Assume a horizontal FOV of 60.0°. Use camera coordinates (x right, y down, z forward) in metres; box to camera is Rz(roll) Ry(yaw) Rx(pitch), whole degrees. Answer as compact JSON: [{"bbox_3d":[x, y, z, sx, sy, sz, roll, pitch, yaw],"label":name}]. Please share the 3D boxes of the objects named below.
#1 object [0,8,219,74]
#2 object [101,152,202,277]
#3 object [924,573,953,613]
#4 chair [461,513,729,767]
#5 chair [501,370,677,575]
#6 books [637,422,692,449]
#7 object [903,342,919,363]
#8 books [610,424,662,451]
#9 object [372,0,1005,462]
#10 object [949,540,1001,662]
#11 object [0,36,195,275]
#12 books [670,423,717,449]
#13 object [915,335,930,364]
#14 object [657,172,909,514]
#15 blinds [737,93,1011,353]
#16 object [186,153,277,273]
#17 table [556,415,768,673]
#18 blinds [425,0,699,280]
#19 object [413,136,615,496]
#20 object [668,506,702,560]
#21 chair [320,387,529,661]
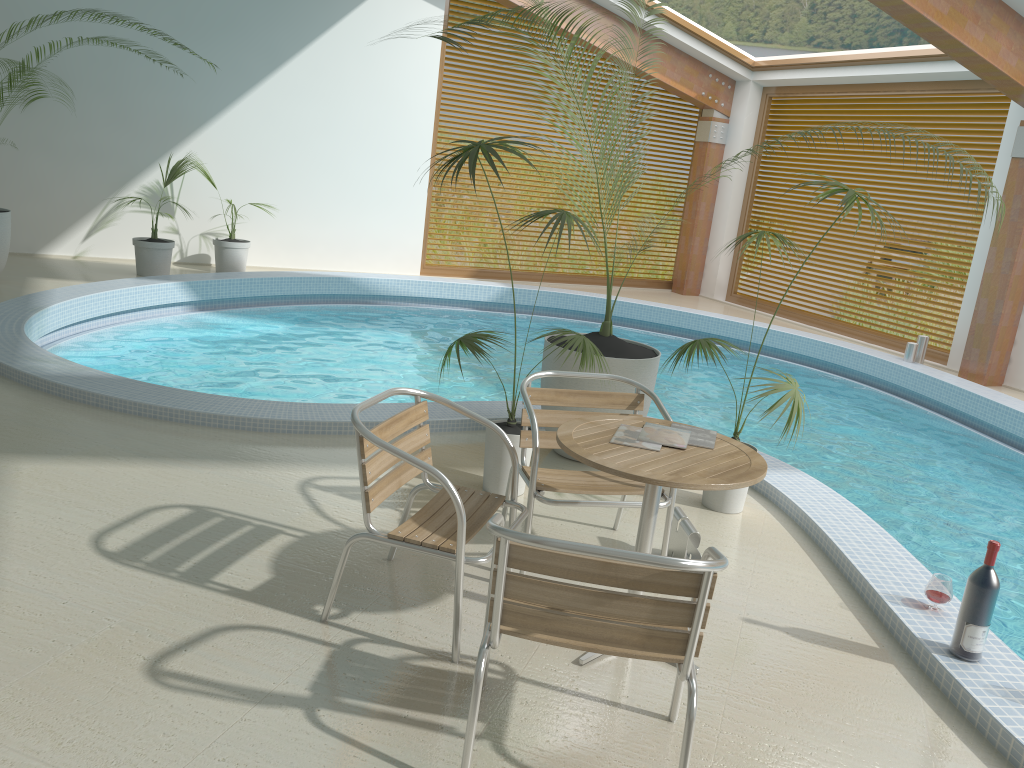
[{"bbox_3d":[-3.718,-1.738,5.528,2.979,2.960,2.729,14,16,27],"label":"object"},{"bbox_3d":[-3.608,-1.764,9.149,0.822,1.310,1.067,10,14,12],"label":"object"},{"bbox_3d":[1.670,0.818,3.472,0.102,0.137,0.102,2,15,-18],"label":"object"},{"bbox_3d":[0.214,0.672,2.418,0.618,0.727,0.563,8,14,5],"label":"chair"},{"bbox_3d":[0.319,0.369,3.689,0.618,0.727,0.563,3,14,-14],"label":"chair"},{"bbox_3d":[0.531,0.178,3.075,0.166,0.004,0.241,10,14,14],"label":"books"},{"bbox_3d":[4.124,-0.332,9.165,0.115,0.204,0.115,10,14,13],"label":"object"},{"bbox_3d":[0.435,0.182,3.029,0.166,0.004,0.241,10,14,14],"label":"books"},{"bbox_3d":[0.716,-0.978,4.652,2.979,2.960,2.729,5,14,-10],"label":"object"},{"bbox_3d":[1.632,0.751,3.096,0.109,0.435,0.109,9,14,7],"label":"object"},{"bbox_3d":[-4.562,-2.373,7.671,2.729,2.960,2.979,-7,20,-45],"label":"object"},{"bbox_3d":[0.635,0.182,3.128,0.166,0.004,0.241,10,14,14],"label":"books"},{"bbox_3d":[4.360,-0.355,9.465,0.115,0.320,0.115,12,15,21],"label":"object"},{"bbox_3d":[1.270,-0.179,4.371,0.791,1.695,1.059,-4,18,-39],"label":"object"},{"bbox_3d":[4.384,-2.117,11.063,0.095,2.921,4.200,0,15,-26],"label":"blinds"},{"bbox_3d":[-3.117,-1.880,9.856,1.067,1.310,0.822,3,14,-15],"label":"object"},{"bbox_3d":[0.455,0.555,3.052,0.700,0.720,0.700,5,14,-8],"label":"table"},{"bbox_3d":[0.770,-3.486,12.455,4.500,4.025,0.099,0,15,-26],"label":"blinds"},{"bbox_3d":[-0.006,-0.283,4.162,1.059,1.695,0.791,9,14,8],"label":"object"},{"bbox_3d":[0.730,0.673,3.745,0.081,0.223,0.272,5,14,-7],"label":"object"},{"bbox_3d":[-0.265,0.441,3.113,0.563,0.727,0.618,11,14,15],"label":"chair"}]
